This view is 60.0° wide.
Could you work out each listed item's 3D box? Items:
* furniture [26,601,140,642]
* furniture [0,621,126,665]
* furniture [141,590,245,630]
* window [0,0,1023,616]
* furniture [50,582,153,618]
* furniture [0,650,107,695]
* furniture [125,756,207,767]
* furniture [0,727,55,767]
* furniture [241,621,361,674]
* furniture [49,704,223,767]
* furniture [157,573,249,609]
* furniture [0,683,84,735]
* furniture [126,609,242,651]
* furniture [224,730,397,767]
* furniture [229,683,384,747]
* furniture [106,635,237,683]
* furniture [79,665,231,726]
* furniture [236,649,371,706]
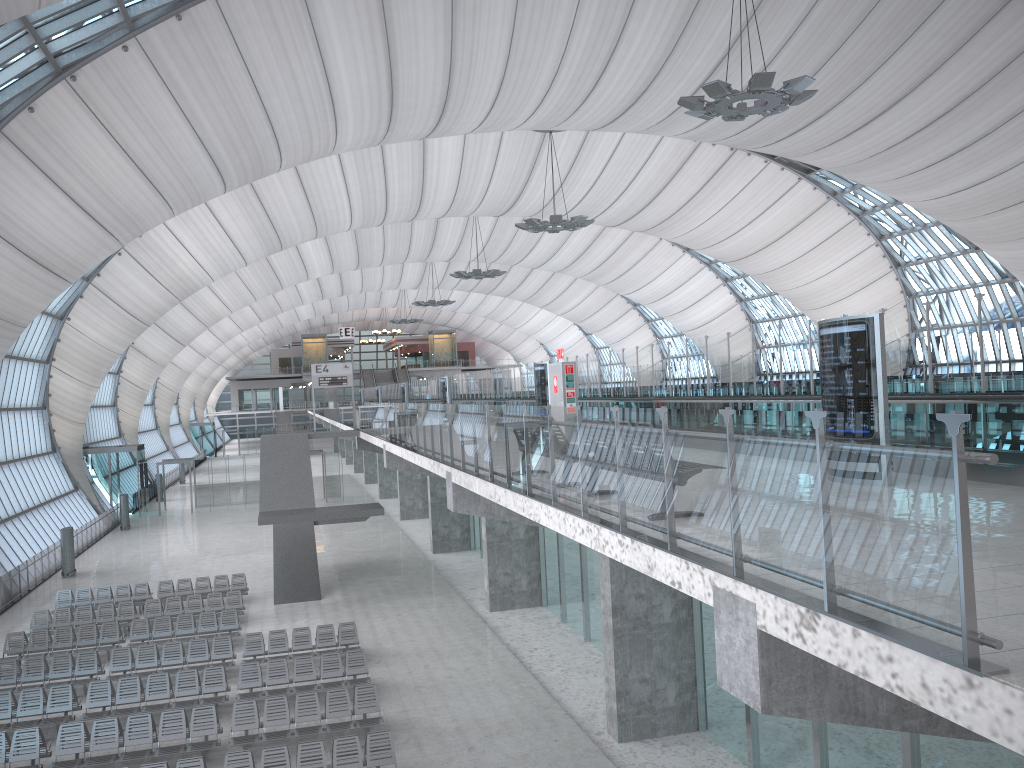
[{"bbox_3d":[-11.700,6.541,24.288,2.705,0.913,1.572,-3,0,-14],"label":"furniture"},{"bbox_3d":[-11.113,6.498,22.014,2.705,0.913,1.572,-3,0,-14],"label":"furniture"},{"bbox_3d":[-8.948,6.411,25.001,2.705,0.913,1.572,-3,0,-14],"label":"furniture"},{"bbox_3d":[-6.838,-2.777,80.202,50.537,20.004,167.818,-3,0,-14],"label":"window"},{"bbox_3d":[-12.359,6.589,26.845,2.705,0.913,1.572,-3,0,-14],"label":"furniture"},{"bbox_3d":[-10.446,6.449,19.428,2.705,0.913,1.572,-3,0,-14],"label":"furniture"},{"bbox_3d":[-5.895,6.188,13.166,2.705,0.913,1.572,-3,0,-14],"label":"furniture"},{"bbox_3d":[-9.247,6.362,14.779,2.705,0.913,1.572,-3,0,-14],"label":"furniture"},{"bbox_3d":[-4.943,6.189,20.853,2.705,0.913,1.572,-3,0,-14],"label":"furniture"},{"bbox_3d":[-6.495,6.231,15.491,2.705,0.913,1.572,-3,0,-14],"label":"furniture"},{"bbox_3d":[-9.608,6.459,27.557,2.705,0.913,1.572,-3,0,-14],"label":"furniture"},{"bbox_3d":[-9.847,6.406,17.104,2.705,0.913,1.572,-3,0,-14],"label":"furniture"},{"bbox_3d":[-8.361,6.368,22.726,2.705,0.913,1.572,-3,0,-14],"label":"furniture"},{"bbox_3d":[-3.144,6.057,13.879,2.705,0.913,1.572,-3,0,-14],"label":"furniture"},{"bbox_3d":[-3.743,6.101,16.203,2.705,0.913,1.572,-3,0,-14],"label":"furniture"},{"bbox_3d":[-7.694,6.319,20.140,2.705,0.913,1.572,-3,0,-14],"label":"furniture"},{"bbox_3d":[-7.095,6.275,17.816,2.705,0.913,1.572,-3,0,-14],"label":"furniture"},{"bbox_3d":[-4.343,6.145,18.528,2.705,0.913,1.572,-3,0,-14],"label":"furniture"}]
